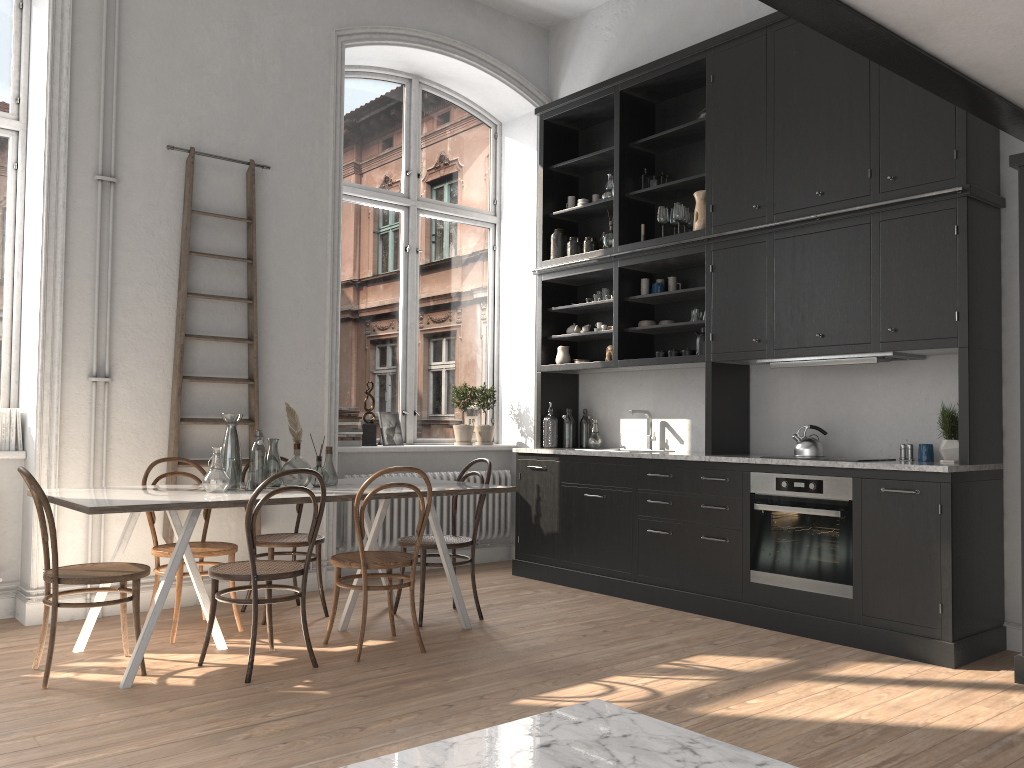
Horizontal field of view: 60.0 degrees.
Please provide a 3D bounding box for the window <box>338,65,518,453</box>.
[{"bbox_3d":[2.136,-4.991,13.596,14.388,15.930,26.402,3,-3,-40],"label":"window"}]

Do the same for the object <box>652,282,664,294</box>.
[{"bbox_3d":[1.011,-0.653,6.162,0.082,0.093,0.140,0,-3,15],"label":"object"}]

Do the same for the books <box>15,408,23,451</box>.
[{"bbox_3d":[-2.871,0.262,5.137,0.040,0.244,0.174,2,-3,-40],"label":"books"}]

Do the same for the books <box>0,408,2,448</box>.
[{"bbox_3d":[-2.950,0.258,5.072,0.019,0.243,0.174,2,-3,-40],"label":"books"}]

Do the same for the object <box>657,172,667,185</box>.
[{"bbox_3d":[1.072,-1.420,6.310,0.065,0.177,0.084,1,-2,-18],"label":"object"}]

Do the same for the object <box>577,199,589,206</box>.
[{"bbox_3d":[0.546,-1.363,6.806,0.096,0.095,0.096,1,-2,-6],"label":"object"}]

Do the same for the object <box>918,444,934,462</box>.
[{"bbox_3d":[2.224,0.370,4.769,0.082,0.093,0.140,-1,-3,40],"label":"object"}]

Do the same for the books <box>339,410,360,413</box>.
[{"bbox_3d":[-1.242,0.203,6.487,0.205,0.020,0.155,3,-3,-40],"label":"books"}]

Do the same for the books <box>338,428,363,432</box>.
[{"bbox_3d":[-1.250,0.336,6.482,0.245,0.028,0.193,3,-4,-45],"label":"books"}]

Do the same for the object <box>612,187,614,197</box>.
[{"bbox_3d":[0.784,-1.501,6.421,0.123,0.340,0.118,1,-2,-21],"label":"object"}]

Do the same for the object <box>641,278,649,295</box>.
[{"bbox_3d":[0.941,-0.670,6.255,0.059,0.135,0.082,0,-2,18],"label":"object"}]

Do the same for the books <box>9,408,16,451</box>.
[{"bbox_3d":[-2.897,0.261,5.119,0.024,0.243,0.175,2,-3,-40],"label":"books"}]

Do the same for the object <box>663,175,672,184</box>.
[{"bbox_3d":[1.087,-1.397,6.202,0.044,0.121,0.058,1,-2,-13],"label":"object"}]

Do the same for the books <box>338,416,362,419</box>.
[{"bbox_3d":[-1.247,0.246,6.482,0.244,0.019,0.174,3,-3,-40],"label":"books"}]

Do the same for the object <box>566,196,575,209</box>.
[{"bbox_3d":[0.459,-1.380,6.874,0.059,0.135,0.082,1,-2,-12],"label":"object"}]

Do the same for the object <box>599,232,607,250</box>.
[{"bbox_3d":[0.708,-1.036,6.636,0.092,0.184,0.092,2,-2,-25],"label":"object"}]

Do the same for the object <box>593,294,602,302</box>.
[{"bbox_3d":[0.632,-0.626,6.559,0.064,0.069,0.064,0,-2,8],"label":"object"}]

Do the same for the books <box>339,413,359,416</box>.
[{"bbox_3d":[-1.253,0.224,6.477,0.231,0.023,0.162,2,-3,-24],"label":"books"}]

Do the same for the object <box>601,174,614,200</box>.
[{"bbox_3d":[0.727,-1.436,6.538,0.132,0.219,0.132,0,-3,24],"label":"object"}]

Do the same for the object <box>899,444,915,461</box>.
[{"bbox_3d":[2.168,0.363,4.872,0.040,0.116,0.080,2,-3,-35],"label":"object"}]

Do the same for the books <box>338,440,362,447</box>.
[{"bbox_3d":[-1.250,0.431,6.459,0.248,0.043,0.192,3,-3,-40],"label":"books"}]

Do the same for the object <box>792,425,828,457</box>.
[{"bbox_3d":[1.744,0.332,5.208,0.171,0.186,0.171,2,-3,-29],"label":"object"}]

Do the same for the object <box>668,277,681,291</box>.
[{"bbox_3d":[1.124,-0.673,6.157,0.082,0.135,0.059,-1,-3,33],"label":"object"}]

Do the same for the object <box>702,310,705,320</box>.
[{"bbox_3d":[1.279,-0.483,5.771,0.083,0.158,0.083,-1,-3,34],"label":"object"}]

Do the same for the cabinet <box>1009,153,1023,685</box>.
[{"bbox_3d":[2.931,0.137,3.647,0.634,2.371,1.401,2,-3,-40],"label":"cabinet"}]

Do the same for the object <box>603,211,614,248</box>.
[{"bbox_3d":[0.717,-1.136,6.351,0.134,0.357,0.134,0,-2,5],"label":"object"}]

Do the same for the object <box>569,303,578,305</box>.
[{"bbox_3d":[0.478,-0.601,6.896,0.071,0.047,0.072,1,-3,-2],"label":"object"}]

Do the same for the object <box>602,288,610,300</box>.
[{"bbox_3d":[0.688,-0.647,6.512,0.060,0.107,0.060,1,-2,-12],"label":"object"}]

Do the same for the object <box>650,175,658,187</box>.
[{"bbox_3d":[0.996,-1.399,6.210,0.053,0.125,0.041,0,-2,17],"label":"object"}]

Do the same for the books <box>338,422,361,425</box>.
[{"bbox_3d":[-1.244,0.289,6.490,0.222,0.024,0.158,3,-3,-40],"label":"books"}]

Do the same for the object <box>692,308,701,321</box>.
[{"bbox_3d":[1.217,-0.449,5.841,0.058,0.094,0.058,1,-2,-1],"label":"object"}]

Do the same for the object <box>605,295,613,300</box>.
[{"bbox_3d":[0.708,-0.620,6.444,0.071,0.047,0.072,1,-3,-2],"label":"object"}]

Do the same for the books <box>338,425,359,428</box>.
[{"bbox_3d":[-1.243,0.312,6.482,0.205,0.022,0.155,2,-3,-26],"label":"books"}]

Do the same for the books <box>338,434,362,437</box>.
[{"bbox_3d":[-1.247,0.376,6.462,0.249,0.023,0.175,3,-3,-39],"label":"books"}]

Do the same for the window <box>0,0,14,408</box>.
[{"bbox_3d":[-3.625,-1.111,4.761,1.623,2.842,0.013,3,-3,-40],"label":"window"}]

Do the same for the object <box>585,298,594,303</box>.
[{"bbox_3d":[0.583,-0.613,6.626,0.071,0.047,0.072,1,-3,-2],"label":"object"}]

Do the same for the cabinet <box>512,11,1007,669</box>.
[{"bbox_3d":[1.283,-0.395,5.648,0.635,3.582,3.251,2,-3,-40],"label":"cabinet"}]

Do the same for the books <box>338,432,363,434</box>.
[{"bbox_3d":[-1.249,0.358,6.481,0.255,0.014,0.192,3,-3,-37],"label":"books"}]

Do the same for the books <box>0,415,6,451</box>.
[{"bbox_3d":[-2.933,0.278,5.087,0.020,0.205,0.155,2,-3,-40],"label":"books"}]

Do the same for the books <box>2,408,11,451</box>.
[{"bbox_3d":[-2.929,0.261,5.118,0.024,0.243,0.175,2,-3,-40],"label":"books"}]

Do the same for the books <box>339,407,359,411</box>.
[{"bbox_3d":[-1.252,0.182,6.491,0.159,0.024,0.201,-2,-3,40],"label":"books"}]

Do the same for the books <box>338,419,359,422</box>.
[{"bbox_3d":[-1.243,0.267,6.484,0.205,0.022,0.155,3,-4,-45],"label":"books"}]

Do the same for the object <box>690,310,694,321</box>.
[{"bbox_3d":[1.212,-0.446,5.913,0.058,0.094,0.058,1,-2,-1],"label":"object"}]

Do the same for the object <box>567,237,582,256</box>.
[{"bbox_3d":[0.470,-1.023,6.685,0.114,0.155,0.114,2,-3,-36],"label":"object"}]

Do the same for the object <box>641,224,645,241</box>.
[{"bbox_3d":[0.916,-1.043,6.205,0.123,0.161,0.123,2,-3,-31],"label":"object"}]

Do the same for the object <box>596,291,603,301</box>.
[{"bbox_3d":[0.660,-0.641,6.651,0.060,0.107,0.060,0,-2,18],"label":"object"}]

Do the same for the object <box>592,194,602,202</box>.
[{"bbox_3d":[0.649,-1.382,6.796,0.059,0.135,0.082,1,-2,-17],"label":"object"}]

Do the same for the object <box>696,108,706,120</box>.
[{"bbox_3d":[1.293,-1.775,5.945,0.056,0.121,0.167,1,-3,-15],"label":"object"}]

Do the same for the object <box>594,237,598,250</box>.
[{"bbox_3d":[0.610,-1.026,6.786,0.092,0.184,0.092,0,-2,16],"label":"object"}]

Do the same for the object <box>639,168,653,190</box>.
[{"bbox_3d":[0.948,-1.434,6.286,0.084,0.199,0.065,1,-2,-18],"label":"object"}]

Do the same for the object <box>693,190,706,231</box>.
[{"bbox_3d":[1.225,-1.113,5.750,0.094,0.267,0.116,1,-2,2],"label":"object"}]

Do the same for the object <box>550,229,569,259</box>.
[{"bbox_3d":[0.364,-1.060,6.783,0.118,0.238,0.118,-1,-3,36],"label":"object"}]

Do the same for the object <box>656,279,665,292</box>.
[{"bbox_3d":[1.039,-0.669,6.268,0.082,0.135,0.059,1,-2,-12],"label":"object"}]

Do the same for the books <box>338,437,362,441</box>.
[{"bbox_3d":[-1.247,0.399,6.461,0.249,0.023,0.175,3,-4,-44],"label":"books"}]

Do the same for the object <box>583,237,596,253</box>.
[{"bbox_3d":[0.578,-1.020,6.642,0.096,0.150,0.096,-1,-3,39],"label":"object"}]
